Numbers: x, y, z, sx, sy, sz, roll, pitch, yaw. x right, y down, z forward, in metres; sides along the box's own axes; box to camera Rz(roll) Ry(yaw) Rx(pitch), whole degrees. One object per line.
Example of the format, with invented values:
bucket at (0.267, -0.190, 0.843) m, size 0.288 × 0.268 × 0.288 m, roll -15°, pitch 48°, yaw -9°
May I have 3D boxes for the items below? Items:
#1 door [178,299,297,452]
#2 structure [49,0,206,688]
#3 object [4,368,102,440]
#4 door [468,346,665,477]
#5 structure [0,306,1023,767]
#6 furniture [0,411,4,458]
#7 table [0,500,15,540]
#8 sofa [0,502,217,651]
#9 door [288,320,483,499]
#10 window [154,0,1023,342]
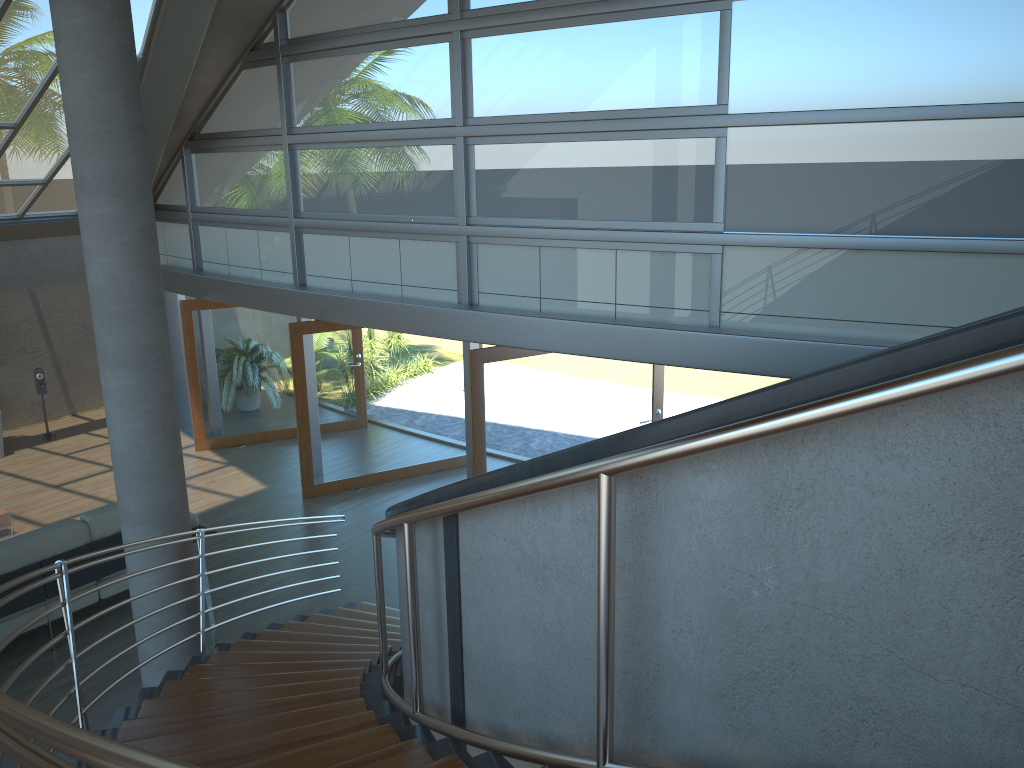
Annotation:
door at (-3.089, -0.218, 11.743) m, size 2.298 × 1.977 × 0.200 m, roll -8°, pitch 16°, yaw -24°
structure at (-2.141, -1.119, 4.749) m, size 0.381 × 7.125 × 0.382 m, roll -4°, pitch 14°, yaw -9°
object at (-9.178, 0.567, 11.232) m, size 7.863 × 0.982 × 21.345 m, roll 10°, pitch 18°, yaw 38°
door at (0.604, 0.489, 8.675) m, size 2.298 × 1.977 × 0.200 m, roll -10°, pitch 17°, yaw -31°
structure at (-0.553, 0.934, 3.628) m, size 2.349 × 3.653 × 6.809 m, roll -5°, pitch 15°, yaw -15°
furniture at (-7.511, 0.828, 10.768) m, size 1.577 × 0.610 × 2.936 m, roll 9°, pitch 17°, yaw 35°
table at (-5.435, 1.361, 8.988) m, size 0.680 × 0.342 × 0.400 m, roll 9°, pitch 17°, yaw 35°
sofa at (-3.983, 1.537, 7.067) m, size 1.166 × 0.947 × 3.079 m, roll 9°, pitch 17°, yaw 35°
door at (-1.343, 0.157, 10.133) m, size 2.298 × 1.977 × 0.200 m, roll -9°, pitch 16°, yaw -29°
window at (1.254, -1.662, 7.659) m, size 16.616 × 6.630 × 1.098 m, roll 9°, pitch 17°, yaw 34°
